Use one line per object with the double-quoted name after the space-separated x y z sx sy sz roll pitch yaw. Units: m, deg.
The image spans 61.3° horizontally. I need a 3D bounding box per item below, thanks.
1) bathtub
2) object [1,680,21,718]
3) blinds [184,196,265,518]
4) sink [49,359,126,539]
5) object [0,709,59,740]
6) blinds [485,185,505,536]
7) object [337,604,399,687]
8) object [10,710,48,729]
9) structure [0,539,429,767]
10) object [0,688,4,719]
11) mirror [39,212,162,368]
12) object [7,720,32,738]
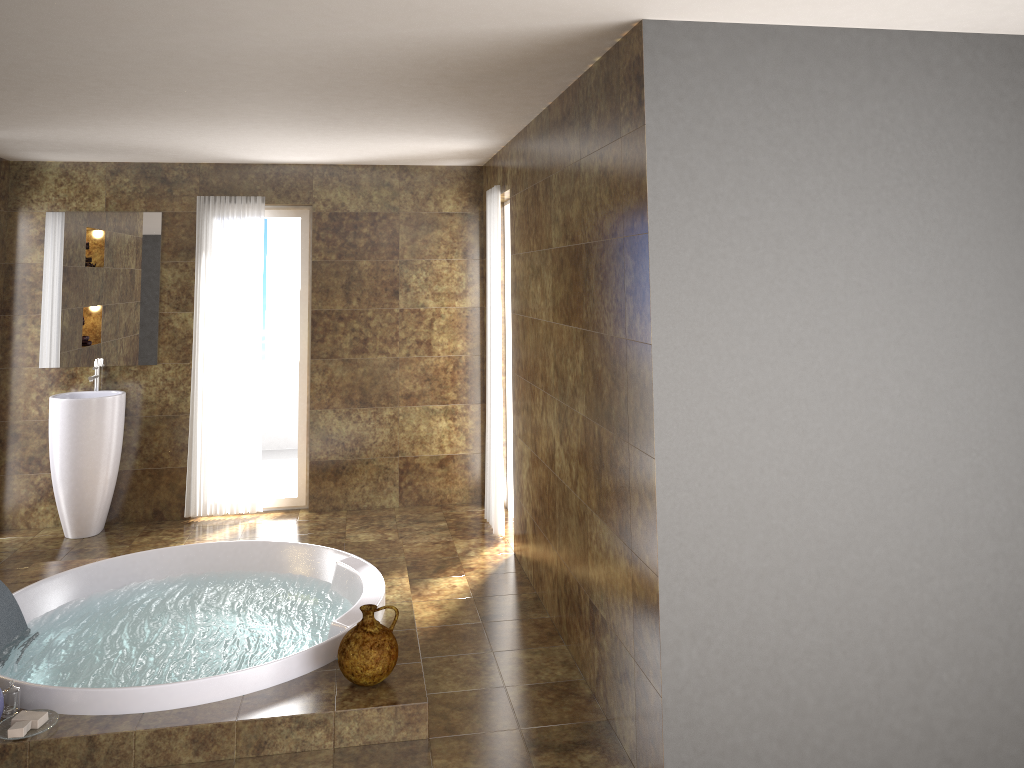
-1.461 1.120 3.923 1.748 0.525 1.754 2 6 21 "bathtub"
-1.784 1.116 3.078 0.057 0.116 0.057 -4 -5 42 "object"
-2.019 -0.224 6.131 0.519 2.281 0.066 0 -6 -10 "blinds"
-2.827 0.420 5.731 0.459 1.144 0.431 0 -4 -7 "sink"
-1.666 1.176 2.970 0.190 0.018 0.190 -3 7 -21 "object"
-0.133 -0.200 5.807 0.069 2.293 0.476 0 -5 -10 "blinds"
-0.550 0.994 3.307 0.230 0.277 0.229 0 -1 -38 "object"
-1.664 1.159 2.983 0.100 0.032 0.061 0 4 5 "object"
-1.459 1.128 3.924 2.005 0.124 2.007 -2 7 -10 "structure"
-1.813 0.981 2.961 0.136 0.423 0.134 0 -5 -2 "object"
-2.878 -0.669 6.062 0.768 1.100 0.008 0 -6 -10 "mirror"
-1.660 1.164 2.913 0.053 0.034 0.073 -1 5 -9 "object"
